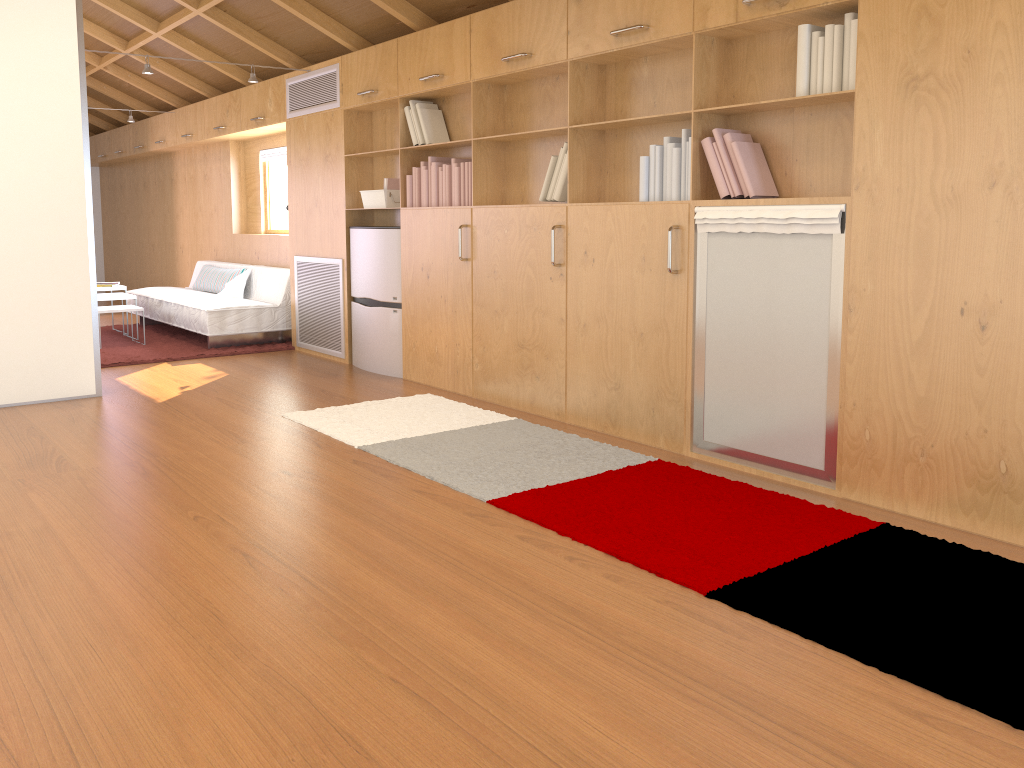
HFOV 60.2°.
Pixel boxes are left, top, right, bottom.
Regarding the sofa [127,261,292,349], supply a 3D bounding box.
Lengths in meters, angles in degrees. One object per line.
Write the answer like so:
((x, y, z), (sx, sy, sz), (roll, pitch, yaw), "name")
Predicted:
((-2.741, -0.757, 8.002), (0.866, 0.623, 2.369), (-7, 12, -37), "sofa")

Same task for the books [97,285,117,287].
((-3.617, -0.867, 7.821), (0.193, 0.016, 0.154), (-2, 11, -8), "books")

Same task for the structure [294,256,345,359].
((-1.463, -0.598, 6.688), (0.013, 0.715, 0.824), (-5, 10, -37), "structure")

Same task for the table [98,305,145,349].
((-3.242, -0.473, 7.247), (0.343, 0.306, 0.371), (-7, 11, -37), "table")

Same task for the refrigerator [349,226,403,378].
((-0.869, -0.584, 6.065), (0.262, 0.978, 0.717), (-5, 9, -37), "refrigerator")

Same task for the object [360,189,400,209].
((-0.865, -1.254, 6.012), (0.204, 0.121, 0.352), (-7, 12, -37), "object")

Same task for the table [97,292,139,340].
((-3.487, -0.568, 7.559), (0.426, 0.380, 0.461), (-7, 11, -37), "table")

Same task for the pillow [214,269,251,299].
((-2.448, -0.882, 7.775), (0.346, 0.249, 0.270), (3, 9, 16), "pillow")

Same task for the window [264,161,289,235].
((-1.888, -1.724, 7.865), (0.035, 0.783, 1.506), (-5, 10, -37), "window")

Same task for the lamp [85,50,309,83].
((-3.018, -2.046, 5.389), (3.844, 0.151, 0.073), (-8, 10, -37), "lamp")

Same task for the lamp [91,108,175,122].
((-4.969, -2.506, 7.902), (3.844, 0.151, 0.073), (-8, 10, -37), "lamp")

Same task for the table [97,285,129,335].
((-3.769, -0.661, 7.919), (0.487, 0.434, 0.528), (-7, 11, -37), "table")

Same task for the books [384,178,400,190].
((-0.787, -1.278, 5.911), (0.150, 0.191, 0.089), (-6, 9, -37), "books")

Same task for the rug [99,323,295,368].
((-3.033, -0.382, 7.672), (1.893, 0.020, 2.496), (-8, 13, -37), "rug")

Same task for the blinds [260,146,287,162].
((-1.928, -2.054, 7.798), (0.048, 0.110, 1.507), (-5, 11, -37), "blinds")

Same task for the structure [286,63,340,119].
((-1.481, -2.158, 6.542), (0.013, 0.298, 0.908), (-5, 11, -37), "structure")

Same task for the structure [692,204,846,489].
((1.096, -0.191, 3.598), (0.317, 1.069, 0.729), (-5, 9, -37), "structure")

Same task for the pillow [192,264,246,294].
((-2.769, -0.978, 8.314), (0.172, 0.249, 1.048), (-6, 12, -37), "pillow")

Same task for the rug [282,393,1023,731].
((0.280, 0.386, 3.496), (0.920, 0.011, 3.745), (-8, 13, -37), "rug")

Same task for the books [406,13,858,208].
((0.348, -1.236, 4.431), (0.189, 0.652, 3.128), (-5, 11, -37), "books")

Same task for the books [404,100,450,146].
((-0.537, -1.636, 5.560), (0.176, 0.294, 0.281), (-6, 10, -37), "books")

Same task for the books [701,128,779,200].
((0.947, -0.918, 3.689), (0.176, 0.294, 0.281), (-6, 10, -37), "books")

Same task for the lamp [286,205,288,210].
((-1.774, -0.916, 7.250), (0.255, 1.187, 0.184), (3, 7, 28), "lamp")

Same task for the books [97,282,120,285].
((-3.618, -0.898, 7.905), (0.193, 0.016, 0.154), (-3, 11, -18), "books")
